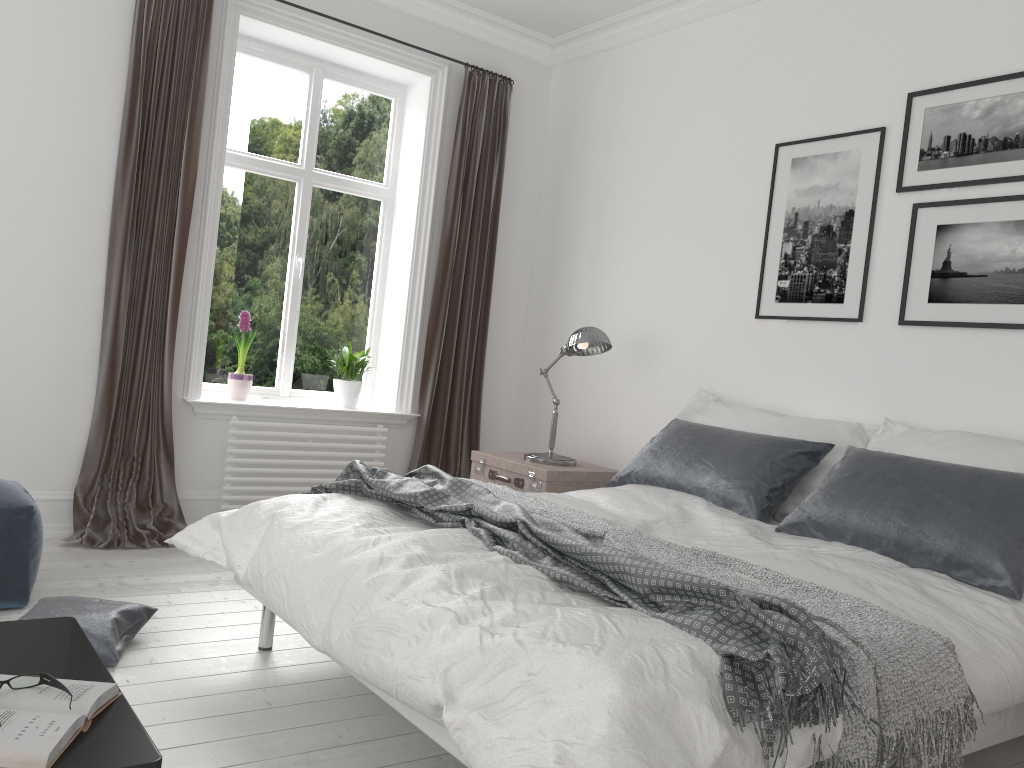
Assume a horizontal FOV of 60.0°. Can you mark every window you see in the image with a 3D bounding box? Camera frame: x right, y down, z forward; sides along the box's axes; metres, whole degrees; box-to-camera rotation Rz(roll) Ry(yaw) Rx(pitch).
[{"bbox_3d":[-1.183,-0.853,5.001,1.112,1.956,0.120,5,2,-36],"label":"window"}]

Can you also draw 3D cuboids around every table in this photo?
[{"bbox_3d":[-1.164,0.721,1.577,0.824,0.313,0.833,5,2,-36],"label":"table"}]

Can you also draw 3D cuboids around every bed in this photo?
[{"bbox_3d":[0.466,0.563,2.838,2.473,0.926,2.217,5,2,-36],"label":"bed"}]

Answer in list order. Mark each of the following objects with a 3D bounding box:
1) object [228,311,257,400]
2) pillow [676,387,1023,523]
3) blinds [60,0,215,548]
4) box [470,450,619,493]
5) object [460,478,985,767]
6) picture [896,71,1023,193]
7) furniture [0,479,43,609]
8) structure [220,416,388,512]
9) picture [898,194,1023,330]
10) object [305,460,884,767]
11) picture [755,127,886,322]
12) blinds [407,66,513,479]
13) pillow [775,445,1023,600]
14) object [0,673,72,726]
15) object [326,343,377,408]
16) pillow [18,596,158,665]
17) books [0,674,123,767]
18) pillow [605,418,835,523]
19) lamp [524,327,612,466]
[{"bbox_3d":[-1.430,-0.153,4.711,0.129,0.476,0.129,7,2,14],"label":"object"},{"bbox_3d":[1.266,0.344,3.372,0.465,0.529,1.965,5,2,-37],"label":"pillow"},{"bbox_3d":[-1.649,-0.597,4.101,0.582,2.681,0.294,6,2,-29],"label":"blinds"},{"bbox_3d":[0.161,0.487,4.551,0.537,0.185,0.647,5,2,-36],"label":"box"},{"bbox_3d":[0.228,0.656,2.688,0.521,0.500,2.236,5,2,-33],"label":"object"},{"bbox_3d":[1.757,-0.951,3.357,0.015,0.403,0.592,5,2,-36],"label":"picture"},{"bbox_3d":[-2.018,0.531,3.126,0.646,0.423,0.646,5,2,-35],"label":"furniture"},{"bbox_3d":[-1.114,0.522,4.738,0.887,0.670,0.114,5,2,-36],"label":"structure"},{"bbox_3d":[1.787,-0.446,3.254,0.015,0.486,0.720,5,2,-36],"label":"picture"},{"bbox_3d":[-0.047,0.526,2.449,0.536,0.377,2.154,5,2,-34],"label":"object"},{"bbox_3d":[1.338,-0.682,3.893,0.015,0.810,0.545,5,2,-36],"label":"picture"},{"bbox_3d":[-0.233,-0.465,5.102,0.779,2.680,0.327,5,2,-41],"label":"blinds"},{"bbox_3d":[1.338,0.417,2.894,0.405,0.339,0.842,5,2,-36],"label":"pillow"},{"bbox_3d":[-0.860,0.548,1.551,0.135,0.030,0.141,8,2,38],"label":"object"},{"bbox_3d":[-0.920,-0.052,5.043,0.284,0.369,0.215,7,2,32],"label":"object"},{"bbox_3d":[-1.367,0.756,2.781,0.391,0.121,0.381,6,1,-6],"label":"pillow"},{"bbox_3d":[-0.859,0.578,1.552,0.231,0.040,0.342,6,1,-5],"label":"books"},{"bbox_3d":[0.823,0.341,3.620,0.405,0.329,0.837,5,2,-36],"label":"pillow"},{"bbox_3d":[0.283,0.059,4.439,0.269,0.699,0.488,5,2,-36],"label":"lamp"}]
